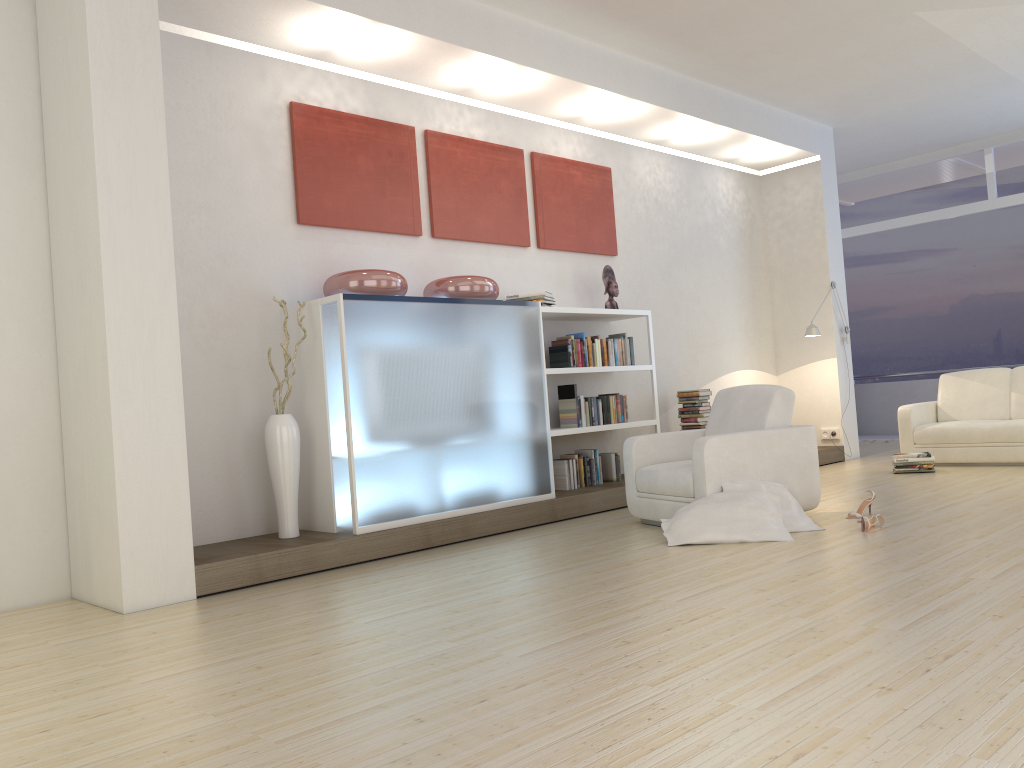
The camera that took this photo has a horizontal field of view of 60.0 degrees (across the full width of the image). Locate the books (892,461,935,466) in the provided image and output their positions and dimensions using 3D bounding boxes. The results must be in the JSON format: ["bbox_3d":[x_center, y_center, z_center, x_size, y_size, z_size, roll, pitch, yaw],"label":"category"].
[{"bbox_3d":[3.508,0.687,7.760,0.328,0.027,0.247,-5,-1,21],"label":"books"}]

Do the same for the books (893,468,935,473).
[{"bbox_3d":[3.513,0.753,7.759,0.328,0.018,0.247,-5,-1,21],"label":"books"}]

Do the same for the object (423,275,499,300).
[{"bbox_3d":[-0.356,-0.647,6.224,0.534,0.206,0.546,-4,-1,-7],"label":"object"}]

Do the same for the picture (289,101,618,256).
[{"bbox_3d":[-0.246,-1.488,6.848,3.227,0.794,0.030,-3,-2,-44],"label":"picture"}]

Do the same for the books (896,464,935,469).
[{"bbox_3d":[3.527,0.713,7.750,0.287,0.025,0.247,-5,-2,30],"label":"books"}]

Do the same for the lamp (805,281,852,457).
[{"bbox_3d":[3.251,-0.144,9.132,0.204,1.841,0.891,-5,-2,42],"label":"lamp"}]

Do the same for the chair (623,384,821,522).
[{"bbox_3d":[1.341,0.433,5.735,0.941,0.828,0.919,-4,-1,-24],"label":"chair"}]

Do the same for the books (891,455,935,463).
[{"bbox_3d":[3.506,0.654,7.761,0.319,0.038,0.247,-5,-1,17],"label":"books"}]

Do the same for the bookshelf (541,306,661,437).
[{"bbox_3d":[0.500,0.114,7.134,1.599,1.396,0.465,-3,-2,-44],"label":"bookshelf"}]

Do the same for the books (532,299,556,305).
[{"bbox_3d":[0.155,-0.617,6.845,0.287,0.025,0.247,-5,-2,30],"label":"books"}]

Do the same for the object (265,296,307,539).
[{"bbox_3d":[-1.316,0.189,5.226,0.277,1.422,0.250,-3,-2,-41],"label":"object"}]

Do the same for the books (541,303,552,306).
[{"bbox_3d":[0.134,-0.594,6.856,0.287,0.018,0.247,-5,-1,19],"label":"books"}]

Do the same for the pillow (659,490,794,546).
[{"bbox_3d":[1.191,0.761,4.987,0.712,0.287,0.299,-4,-1,9],"label":"pillow"}]

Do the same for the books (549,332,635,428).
[{"bbox_3d":[0.682,-0.039,7.201,0.831,0.743,0.215,-3,-2,-44],"label":"books"}]

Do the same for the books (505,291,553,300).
[{"bbox_3d":[0.134,-0.676,6.856,0.319,0.038,0.247,-5,-1,17],"label":"books"}]

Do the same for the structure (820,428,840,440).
[{"bbox_3d":[3.360,0.529,9.372,0.028,0.114,0.206,-3,-2,-44],"label":"structure"}]

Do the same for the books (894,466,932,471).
[{"bbox_3d":[3.506,0.736,7.761,0.287,0.018,0.247,-5,-1,19],"label":"books"}]

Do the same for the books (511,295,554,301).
[{"bbox_3d":[0.136,-0.643,6.855,0.328,0.027,0.247,-5,-1,21],"label":"books"}]

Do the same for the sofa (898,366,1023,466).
[{"bbox_3d":[4.686,0.255,7.851,0.941,0.862,2.166,-3,-2,-44],"label":"sofa"}]

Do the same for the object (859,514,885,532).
[{"bbox_3d":[1.991,0.778,4.993,0.121,0.091,0.287,-6,-2,45],"label":"object"}]

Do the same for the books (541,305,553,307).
[{"bbox_3d":[0.141,-0.576,6.854,0.328,0.018,0.247,-5,-1,21],"label":"books"}]

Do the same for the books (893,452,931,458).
[{"bbox_3d":[3.498,0.623,7.764,0.287,0.025,0.247,-5,-1,19],"label":"books"}]

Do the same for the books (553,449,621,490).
[{"bbox_3d":[0.766,0.656,7.192,1.125,0.281,0.274,-3,-2,-37],"label":"books"}]

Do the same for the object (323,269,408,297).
[{"bbox_3d":[-0.934,-0.618,5.667,0.534,0.206,0.546,-5,-2,33],"label":"object"}]

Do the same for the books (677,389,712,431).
[{"bbox_3d":[1.707,0.400,8.117,0.270,0.694,0.329,-3,-2,-44],"label":"books"}]

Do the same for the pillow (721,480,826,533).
[{"bbox_3d":[1.444,0.712,5.126,0.615,0.315,0.312,-4,-1,-17],"label":"pillow"}]

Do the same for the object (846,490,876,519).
[{"bbox_3d":[2.151,0.741,5.476,0.265,0.149,0.089,-3,-2,-31],"label":"object"}]

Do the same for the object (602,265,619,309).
[{"bbox_3d":[0.835,-0.808,7.523,0.133,0.409,0.138,-4,-1,2],"label":"object"}]

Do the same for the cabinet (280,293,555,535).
[{"bbox_3d":[-0.582,0.165,5.929,1.670,1.396,0.689,-3,-2,-44],"label":"cabinet"}]
